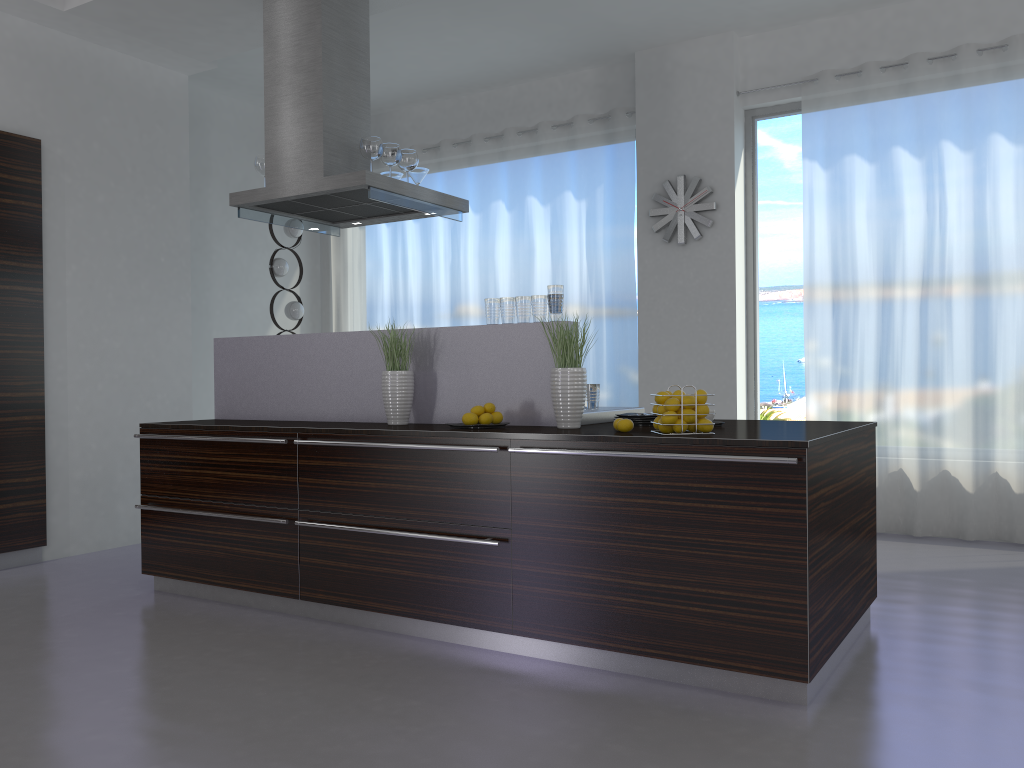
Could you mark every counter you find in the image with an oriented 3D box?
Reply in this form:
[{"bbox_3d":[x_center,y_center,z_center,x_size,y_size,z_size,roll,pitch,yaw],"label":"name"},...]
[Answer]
[{"bbox_3d":[-0.139,0.385,4.183,3.291,1.300,1.302,0,0,31],"label":"counter"}]

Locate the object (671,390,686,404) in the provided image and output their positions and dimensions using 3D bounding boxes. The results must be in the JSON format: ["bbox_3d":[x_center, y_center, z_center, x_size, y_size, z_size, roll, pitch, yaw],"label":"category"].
[{"bbox_3d":[0.607,0.048,3.221,0.051,0.053,0.063,0,0,33],"label":"object"}]

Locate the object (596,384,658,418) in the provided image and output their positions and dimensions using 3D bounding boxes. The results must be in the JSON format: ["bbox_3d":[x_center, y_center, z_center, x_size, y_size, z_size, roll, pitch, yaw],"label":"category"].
[{"bbox_3d":[0.466,0.074,3.969,0.269,0.147,0.646,-1,0,-34],"label":"object"}]

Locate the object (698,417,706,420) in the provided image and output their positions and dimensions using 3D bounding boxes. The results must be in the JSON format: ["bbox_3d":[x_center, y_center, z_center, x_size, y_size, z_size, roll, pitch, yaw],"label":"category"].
[{"bbox_3d":[0.678,0.126,3.243,0.062,0.053,0.052,-1,0,-22],"label":"object"}]

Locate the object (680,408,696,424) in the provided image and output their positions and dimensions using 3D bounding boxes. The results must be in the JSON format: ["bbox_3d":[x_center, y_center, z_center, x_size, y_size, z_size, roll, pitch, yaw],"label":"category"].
[{"bbox_3d":[0.627,0.113,3.149,0.061,0.055,0.051,-1,0,11],"label":"object"}]

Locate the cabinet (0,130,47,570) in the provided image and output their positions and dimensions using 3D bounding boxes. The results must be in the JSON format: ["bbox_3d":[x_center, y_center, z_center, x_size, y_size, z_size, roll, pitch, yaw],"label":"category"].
[{"bbox_3d":[-3.940,-0.171,3.848,0.669,2.500,3.600,0,0,31],"label":"cabinet"}]

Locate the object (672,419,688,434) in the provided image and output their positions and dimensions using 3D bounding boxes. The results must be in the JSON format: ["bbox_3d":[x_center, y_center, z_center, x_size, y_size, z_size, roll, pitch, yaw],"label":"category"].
[{"bbox_3d":[0.598,0.149,3.151,0.051,0.053,0.063,0,0,39],"label":"object"}]

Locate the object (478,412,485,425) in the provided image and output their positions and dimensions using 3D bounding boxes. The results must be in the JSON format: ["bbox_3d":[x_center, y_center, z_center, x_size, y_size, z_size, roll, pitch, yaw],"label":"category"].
[{"bbox_3d":[-0.116,0.147,3.753,0.057,0.060,0.071,0,0,33],"label":"object"}]

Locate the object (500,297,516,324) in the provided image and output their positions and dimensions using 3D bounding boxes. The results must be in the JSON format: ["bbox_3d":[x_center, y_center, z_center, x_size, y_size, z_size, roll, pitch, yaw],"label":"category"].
[{"bbox_3d":[-0.018,-0.324,3.953,0.071,0.119,0.072,-1,0,-19],"label":"object"}]

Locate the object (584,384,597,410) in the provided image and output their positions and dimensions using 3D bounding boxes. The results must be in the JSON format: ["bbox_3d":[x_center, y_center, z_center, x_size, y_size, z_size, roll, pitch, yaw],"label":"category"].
[{"bbox_3d":[0.365,0.060,4.157,0.072,0.119,0.071,0,0,31],"label":"object"}]

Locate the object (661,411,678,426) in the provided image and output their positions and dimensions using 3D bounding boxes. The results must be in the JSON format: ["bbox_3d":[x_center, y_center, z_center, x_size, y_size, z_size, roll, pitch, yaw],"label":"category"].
[{"bbox_3d":[0.558,0.122,3.141,0.061,0.054,0.052,-1,0,8],"label":"object"}]

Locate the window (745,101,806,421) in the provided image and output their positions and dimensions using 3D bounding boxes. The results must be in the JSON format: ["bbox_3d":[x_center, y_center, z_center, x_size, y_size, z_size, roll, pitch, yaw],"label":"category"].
[{"bbox_3d":[3.021,-0.759,5.751,3.000,2.500,0.100,0,0,31],"label":"window"}]

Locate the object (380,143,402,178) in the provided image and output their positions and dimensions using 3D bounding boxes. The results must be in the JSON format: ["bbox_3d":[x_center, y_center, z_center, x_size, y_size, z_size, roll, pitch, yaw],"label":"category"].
[{"bbox_3d":[-0.653,-1.173,4.766,0.125,0.221,0.125,-1,0,-34],"label":"object"}]

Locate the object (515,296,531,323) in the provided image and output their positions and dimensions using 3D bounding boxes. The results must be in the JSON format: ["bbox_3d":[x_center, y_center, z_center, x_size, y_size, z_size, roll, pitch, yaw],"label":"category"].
[{"bbox_3d":[0.051,-0.325,3.911,0.071,0.119,0.072,-1,0,-19],"label":"object"}]

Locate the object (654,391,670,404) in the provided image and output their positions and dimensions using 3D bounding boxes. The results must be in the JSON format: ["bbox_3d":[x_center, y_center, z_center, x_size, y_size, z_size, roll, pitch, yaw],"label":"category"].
[{"bbox_3d":[0.548,0.052,3.234,0.053,0.051,0.063,-1,0,-11],"label":"object"}]

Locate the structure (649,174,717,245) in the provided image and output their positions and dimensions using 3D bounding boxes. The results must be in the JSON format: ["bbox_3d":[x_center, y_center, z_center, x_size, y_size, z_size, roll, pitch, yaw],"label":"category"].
[{"bbox_3d":[1.232,-1.265,6.437,0.505,0.505,0.076,0,0,31],"label":"structure"}]

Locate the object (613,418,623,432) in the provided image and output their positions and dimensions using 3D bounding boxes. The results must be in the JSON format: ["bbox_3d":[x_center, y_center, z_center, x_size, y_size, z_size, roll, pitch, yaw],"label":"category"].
[{"bbox_3d":[0.410,0.154,3.359,0.053,0.051,0.063,-1,0,0],"label":"object"}]

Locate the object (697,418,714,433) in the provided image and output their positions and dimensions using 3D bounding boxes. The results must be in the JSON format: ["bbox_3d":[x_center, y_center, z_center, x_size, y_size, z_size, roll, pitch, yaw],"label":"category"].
[{"bbox_3d":[0.685,0.148,3.153,0.062,0.052,0.053,-1,0,-19],"label":"object"}]

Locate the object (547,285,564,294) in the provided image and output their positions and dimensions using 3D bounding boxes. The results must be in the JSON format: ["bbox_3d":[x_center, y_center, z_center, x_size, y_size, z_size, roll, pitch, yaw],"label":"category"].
[{"bbox_3d":[0.188,-0.365,3.826,0.071,0.119,0.072,-1,0,-19],"label":"object"}]

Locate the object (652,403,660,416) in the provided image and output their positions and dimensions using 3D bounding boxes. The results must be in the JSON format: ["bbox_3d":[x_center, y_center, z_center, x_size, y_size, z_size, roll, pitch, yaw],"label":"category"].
[{"bbox_3d":[0.546,0.095,3.276,0.053,0.051,0.063,-1,0,0],"label":"object"}]

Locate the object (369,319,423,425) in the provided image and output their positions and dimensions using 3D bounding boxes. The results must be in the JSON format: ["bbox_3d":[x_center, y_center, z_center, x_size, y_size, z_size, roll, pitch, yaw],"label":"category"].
[{"bbox_3d":[-0.542,-0.065,4.041,0.269,0.502,0.247,0,0,32],"label":"object"}]

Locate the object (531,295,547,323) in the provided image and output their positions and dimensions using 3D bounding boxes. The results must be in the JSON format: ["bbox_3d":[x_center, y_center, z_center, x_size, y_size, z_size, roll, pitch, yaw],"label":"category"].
[{"bbox_3d":[0.120,-0.325,3.869,0.071,0.119,0.072,-1,0,-19],"label":"object"}]

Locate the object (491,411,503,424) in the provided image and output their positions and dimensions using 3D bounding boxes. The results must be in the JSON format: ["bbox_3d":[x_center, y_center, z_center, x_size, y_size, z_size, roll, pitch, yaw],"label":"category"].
[{"bbox_3d":[-0.067,0.142,3.734,0.063,0.053,0.051,-1,0,-18],"label":"object"}]

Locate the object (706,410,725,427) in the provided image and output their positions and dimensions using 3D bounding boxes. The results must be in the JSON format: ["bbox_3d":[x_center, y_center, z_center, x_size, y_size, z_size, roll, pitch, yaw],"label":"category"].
[{"bbox_3d":[0.803,0.142,3.684,0.153,0.069,0.153,-1,0,5],"label":"object"}]

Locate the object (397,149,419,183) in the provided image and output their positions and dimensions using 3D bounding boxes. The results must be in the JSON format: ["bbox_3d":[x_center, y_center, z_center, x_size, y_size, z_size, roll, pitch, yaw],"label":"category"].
[{"bbox_3d":[-0.577,-1.175,4.892,0.125,0.221,0.125,-1,0,-34],"label":"object"}]

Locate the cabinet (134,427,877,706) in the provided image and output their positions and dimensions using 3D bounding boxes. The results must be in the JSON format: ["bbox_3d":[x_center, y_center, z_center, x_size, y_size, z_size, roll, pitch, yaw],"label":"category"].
[{"bbox_3d":[-0.144,0.609,4.176,3.285,0.852,1.377,0,0,31],"label":"cabinet"}]

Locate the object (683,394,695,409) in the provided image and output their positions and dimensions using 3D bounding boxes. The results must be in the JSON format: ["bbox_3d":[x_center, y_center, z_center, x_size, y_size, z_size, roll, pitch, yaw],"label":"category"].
[{"bbox_3d":[0.629,0.063,3.154,0.051,0.053,0.063,0,0,44],"label":"object"}]

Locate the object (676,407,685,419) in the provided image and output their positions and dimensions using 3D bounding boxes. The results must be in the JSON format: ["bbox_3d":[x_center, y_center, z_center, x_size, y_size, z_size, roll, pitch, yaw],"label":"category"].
[{"bbox_3d":[0.616,0.110,3.178,0.051,0.053,0.062,0,0,39],"label":"object"}]

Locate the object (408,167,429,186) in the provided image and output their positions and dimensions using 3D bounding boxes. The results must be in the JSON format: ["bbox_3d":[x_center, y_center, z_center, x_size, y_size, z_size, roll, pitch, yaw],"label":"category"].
[{"bbox_3d":[-0.546,-1.153,5.133,0.137,0.174,0.137,-1,0,-4],"label":"object"}]

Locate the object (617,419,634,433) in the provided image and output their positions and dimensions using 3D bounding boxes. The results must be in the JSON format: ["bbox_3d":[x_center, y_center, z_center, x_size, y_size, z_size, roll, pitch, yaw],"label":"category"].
[{"bbox_3d":[0.421,0.155,3.296,0.063,0.051,0.053,0,0,35],"label":"object"}]

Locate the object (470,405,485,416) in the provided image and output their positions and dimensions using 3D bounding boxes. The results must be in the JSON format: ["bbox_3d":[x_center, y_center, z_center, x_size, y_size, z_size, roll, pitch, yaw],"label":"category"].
[{"bbox_3d":[-0.145,0.113,3.721,0.061,0.047,0.053,0,0,34],"label":"object"}]

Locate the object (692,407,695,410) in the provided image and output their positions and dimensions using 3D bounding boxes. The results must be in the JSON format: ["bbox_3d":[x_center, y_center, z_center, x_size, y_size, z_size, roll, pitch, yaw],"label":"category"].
[{"bbox_3d":[0.650,0.079,3.223,0.055,0.051,0.061,0,0,26],"label":"object"}]

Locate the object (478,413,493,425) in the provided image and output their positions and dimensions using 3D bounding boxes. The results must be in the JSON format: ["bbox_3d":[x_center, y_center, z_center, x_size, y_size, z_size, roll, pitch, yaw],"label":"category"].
[{"bbox_3d":[-0.109,0.147,3.695,0.061,0.054,0.052,-1,0,8],"label":"object"}]

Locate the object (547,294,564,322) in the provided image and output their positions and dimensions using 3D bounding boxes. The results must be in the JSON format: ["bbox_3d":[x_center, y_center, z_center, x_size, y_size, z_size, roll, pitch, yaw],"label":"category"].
[{"bbox_3d":[0.189,-0.326,3.827,0.071,0.119,0.072,-1,0,-19],"label":"object"}]

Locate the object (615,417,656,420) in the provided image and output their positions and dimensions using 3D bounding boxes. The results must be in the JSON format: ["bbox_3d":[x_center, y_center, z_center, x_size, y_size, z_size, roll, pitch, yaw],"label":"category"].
[{"bbox_3d":[0.571,0.148,3.813,0.232,0.020,0.232,0,0,35],"label":"object"}]

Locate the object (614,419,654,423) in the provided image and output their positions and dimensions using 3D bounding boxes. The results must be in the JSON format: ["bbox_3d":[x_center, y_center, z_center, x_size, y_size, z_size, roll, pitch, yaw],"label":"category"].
[{"bbox_3d":[0.571,0.158,3.813,0.232,0.020,0.232,0,0,40],"label":"object"}]

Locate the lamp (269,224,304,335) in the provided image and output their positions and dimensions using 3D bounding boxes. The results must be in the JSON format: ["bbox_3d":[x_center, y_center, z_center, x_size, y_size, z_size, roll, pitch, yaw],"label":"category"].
[{"bbox_3d":[-1.852,-1.279,7.263,0.180,2.370,0.367,0,0,25],"label":"lamp"}]

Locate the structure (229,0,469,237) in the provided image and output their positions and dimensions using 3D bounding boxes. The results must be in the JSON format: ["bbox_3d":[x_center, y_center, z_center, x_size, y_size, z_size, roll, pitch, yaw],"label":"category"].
[{"bbox_3d":[-0.911,-1.547,5.032,0.981,1.231,0.915,0,0,31],"label":"structure"}]

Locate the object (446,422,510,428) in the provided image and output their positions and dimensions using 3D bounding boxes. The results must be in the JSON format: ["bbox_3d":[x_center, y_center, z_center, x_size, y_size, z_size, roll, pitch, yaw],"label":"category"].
[{"bbox_3d":[-0.144,0.174,3.727,0.232,0.020,0.232,0,0,40],"label":"object"}]

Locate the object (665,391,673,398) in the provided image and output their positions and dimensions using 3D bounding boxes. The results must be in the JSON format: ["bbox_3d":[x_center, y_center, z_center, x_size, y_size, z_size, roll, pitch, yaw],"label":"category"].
[{"bbox_3d":[0.573,0.055,3.281,0.052,0.060,0.057,-1,0,19],"label":"object"}]

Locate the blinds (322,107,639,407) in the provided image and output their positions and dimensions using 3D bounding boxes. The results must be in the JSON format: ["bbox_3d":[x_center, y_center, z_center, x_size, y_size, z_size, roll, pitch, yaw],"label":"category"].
[{"bbox_3d":[-0.436,-0.545,7.595,3.245,3.112,0.120,0,0,31],"label":"blinds"}]

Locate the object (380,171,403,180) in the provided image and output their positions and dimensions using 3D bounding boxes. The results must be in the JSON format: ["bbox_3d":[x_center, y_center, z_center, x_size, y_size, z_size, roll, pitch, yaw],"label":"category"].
[{"bbox_3d":[-0.708,-1.152,5.232,0.137,0.174,0.137,-1,0,-4],"label":"object"}]

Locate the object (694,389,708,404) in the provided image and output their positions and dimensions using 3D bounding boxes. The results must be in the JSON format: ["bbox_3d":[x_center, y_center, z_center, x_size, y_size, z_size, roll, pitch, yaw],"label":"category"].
[{"bbox_3d":[0.680,0.049,3.198,0.050,0.060,0.059,0,0,31],"label":"object"}]

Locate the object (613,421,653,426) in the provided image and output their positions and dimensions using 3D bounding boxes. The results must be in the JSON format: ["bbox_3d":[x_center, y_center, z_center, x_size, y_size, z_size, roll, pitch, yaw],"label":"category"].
[{"bbox_3d":[0.572,0.168,3.813,0.232,0.020,0.232,0,0,40],"label":"object"}]

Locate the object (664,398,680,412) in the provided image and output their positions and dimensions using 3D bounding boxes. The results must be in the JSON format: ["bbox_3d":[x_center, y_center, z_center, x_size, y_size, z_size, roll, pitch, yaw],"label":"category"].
[{"bbox_3d":[0.572,0.075,3.163,0.061,0.052,0.053,0,0,44],"label":"object"}]

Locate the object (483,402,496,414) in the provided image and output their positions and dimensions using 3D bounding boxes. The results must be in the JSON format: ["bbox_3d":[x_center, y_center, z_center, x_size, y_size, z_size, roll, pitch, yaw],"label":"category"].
[{"bbox_3d":[-0.095,0.102,3.739,0.053,0.048,0.063,-1,0,-3],"label":"object"}]

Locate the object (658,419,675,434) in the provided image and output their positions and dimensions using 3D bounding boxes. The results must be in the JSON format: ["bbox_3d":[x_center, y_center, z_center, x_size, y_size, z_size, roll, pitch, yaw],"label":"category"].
[{"bbox_3d":[0.563,0.148,3.197,0.074,0.063,0.064,-1,0,-38],"label":"object"}]

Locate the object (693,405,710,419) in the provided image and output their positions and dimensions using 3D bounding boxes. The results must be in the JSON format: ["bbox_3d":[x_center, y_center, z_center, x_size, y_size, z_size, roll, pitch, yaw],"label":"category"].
[{"bbox_3d":[0.678,0.098,3.178,0.061,0.054,0.053,-1,0,-13],"label":"object"}]

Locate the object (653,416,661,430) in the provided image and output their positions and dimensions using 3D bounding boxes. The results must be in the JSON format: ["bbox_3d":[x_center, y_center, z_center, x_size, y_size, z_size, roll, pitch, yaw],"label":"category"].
[{"bbox_3d":[0.548,0.142,3.256,0.060,0.057,0.052,0,0,33],"label":"object"}]

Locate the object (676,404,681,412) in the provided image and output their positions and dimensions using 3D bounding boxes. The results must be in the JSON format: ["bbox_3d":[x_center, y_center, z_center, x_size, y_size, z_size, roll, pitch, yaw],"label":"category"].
[{"bbox_3d":[0.599,0.093,3.253,0.064,0.053,0.051,0,0,34],"label":"object"}]

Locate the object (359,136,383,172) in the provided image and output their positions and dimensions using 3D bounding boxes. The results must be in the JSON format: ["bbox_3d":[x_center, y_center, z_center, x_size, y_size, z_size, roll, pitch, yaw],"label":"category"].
[{"bbox_3d":[-0.734,-1.171,4.631,0.125,0.221,0.125,-1,0,-34],"label":"object"}]

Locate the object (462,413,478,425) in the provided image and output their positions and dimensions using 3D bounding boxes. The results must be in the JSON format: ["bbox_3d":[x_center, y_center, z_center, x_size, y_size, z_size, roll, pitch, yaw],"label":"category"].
[{"bbox_3d":[-0.173,0.147,3.684,0.070,0.058,0.060,0,0,30],"label":"object"}]

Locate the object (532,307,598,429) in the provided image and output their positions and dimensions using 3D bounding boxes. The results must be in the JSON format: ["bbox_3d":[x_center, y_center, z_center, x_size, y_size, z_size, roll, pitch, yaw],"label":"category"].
[{"bbox_3d":[0.230,-0.071,3.600,0.269,0.502,0.247,-1,0,-16],"label":"object"}]

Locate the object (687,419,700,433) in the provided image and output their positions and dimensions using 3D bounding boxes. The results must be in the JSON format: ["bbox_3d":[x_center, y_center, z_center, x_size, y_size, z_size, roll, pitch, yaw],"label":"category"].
[{"bbox_3d":[0.657,0.150,3.206,0.061,0.055,0.050,-1,0,-13],"label":"object"}]

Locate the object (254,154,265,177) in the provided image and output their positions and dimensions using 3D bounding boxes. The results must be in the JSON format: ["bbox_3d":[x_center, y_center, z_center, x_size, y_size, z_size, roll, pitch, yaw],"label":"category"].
[{"bbox_3d":[-1.384,-1.166,4.978,0.125,0.221,0.125,-1,0,-34],"label":"object"}]

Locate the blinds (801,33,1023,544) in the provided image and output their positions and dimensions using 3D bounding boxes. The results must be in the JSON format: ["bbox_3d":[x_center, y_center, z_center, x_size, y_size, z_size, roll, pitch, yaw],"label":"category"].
[{"bbox_3d":[3.209,-0.572,5.377,2.830,3.112,0.120,0,0,31],"label":"blinds"}]

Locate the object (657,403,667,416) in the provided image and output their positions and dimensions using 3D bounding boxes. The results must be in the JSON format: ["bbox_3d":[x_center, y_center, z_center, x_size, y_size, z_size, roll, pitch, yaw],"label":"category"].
[{"bbox_3d":[0.557,0.097,3.215,0.062,0.053,0.052,-1,0,3],"label":"object"}]

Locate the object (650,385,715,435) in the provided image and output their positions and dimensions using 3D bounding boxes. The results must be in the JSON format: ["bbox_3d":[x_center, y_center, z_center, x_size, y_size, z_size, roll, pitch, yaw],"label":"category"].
[{"bbox_3d":[0.616,0.091,3.216,0.189,0.174,0.207,-1,0,-4],"label":"object"}]

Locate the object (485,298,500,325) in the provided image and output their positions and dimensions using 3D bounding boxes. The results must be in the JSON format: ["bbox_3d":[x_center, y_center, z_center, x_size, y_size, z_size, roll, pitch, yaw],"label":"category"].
[{"bbox_3d":[-0.087,-0.324,3.995,0.072,0.119,0.071,-1,0,-9],"label":"object"}]
